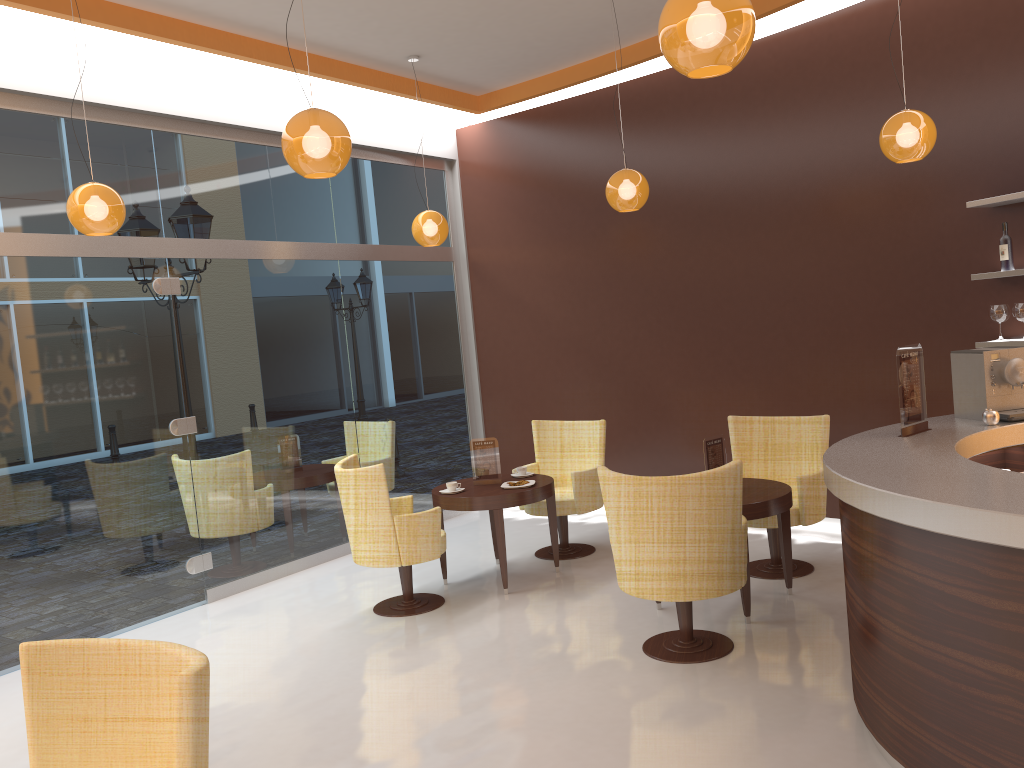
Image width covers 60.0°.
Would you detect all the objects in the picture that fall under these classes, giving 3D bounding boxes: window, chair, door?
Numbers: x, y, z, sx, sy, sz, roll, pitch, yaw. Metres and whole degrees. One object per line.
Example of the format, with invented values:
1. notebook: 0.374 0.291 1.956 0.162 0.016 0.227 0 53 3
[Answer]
1. window: -2.859 -0.062 5.670 0.040 3.380 8.200 -3 4 36
2. chair: 0.867 0.893 4.634 0.729 1.017 0.685 -5 3 14
3. chair: -1.089 1.223 2.221 0.729 1.017 0.685 -3 4 33
4. chair: 1.756 0.731 5.954 0.729 1.017 0.685 -2 5 43
5. door: -2.811 0.435 5.699 0.020 2.499 1.640 -3 4 36
6. chair: -0.779 0.977 5.868 0.685 1.017 0.729 -7 4 -22
7. chair: 0.403 0.802 6.932 0.729 1.017 0.685 -3 4 39

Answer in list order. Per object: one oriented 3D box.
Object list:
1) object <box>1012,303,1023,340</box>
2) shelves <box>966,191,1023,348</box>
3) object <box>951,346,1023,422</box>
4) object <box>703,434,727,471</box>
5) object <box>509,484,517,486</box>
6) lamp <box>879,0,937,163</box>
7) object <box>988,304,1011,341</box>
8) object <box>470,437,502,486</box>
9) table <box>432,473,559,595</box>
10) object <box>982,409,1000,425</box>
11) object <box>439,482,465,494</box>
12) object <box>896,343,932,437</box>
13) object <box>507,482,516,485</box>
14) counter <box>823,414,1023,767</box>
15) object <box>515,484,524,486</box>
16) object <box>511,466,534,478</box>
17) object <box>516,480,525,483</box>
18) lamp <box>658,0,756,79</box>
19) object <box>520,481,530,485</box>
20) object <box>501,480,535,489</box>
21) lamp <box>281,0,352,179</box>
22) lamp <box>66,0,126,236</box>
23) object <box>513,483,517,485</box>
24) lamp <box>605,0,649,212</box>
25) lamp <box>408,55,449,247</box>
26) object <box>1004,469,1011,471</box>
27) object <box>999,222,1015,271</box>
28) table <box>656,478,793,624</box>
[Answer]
1. object: 3.094 -0.378 5.352 0.125 0.221 0.125 -7 4 -29
2. shelves: 3.400 -0.592 3.256 0.586 0.902 4.744 -6 3 -7
3. object: 2.409 -0.004 4.362 0.270 0.340 0.373 -6 3 -9
4. object: 1.225 0.479 5.324 0.209 0.335 0.042 -8 4 -40
5. object: 0.007 0.699 6.130 0.054 0.018 0.051 -6 3 -6
6. lamp: 2.184 -2.012 4.991 0.299 1.500 0.299 -5 3 15
7. object: 3.023 -0.379 5.494 0.125 0.221 0.125 -7 4 -29
8. object: -0.189 0.553 6.344 0.209 0.335 0.042 -5 3 11
9. table: -0.106 1.055 6.348 0.872 0.679 0.874 -6 3 -7
10. object: 2.255 0.154 4.176 0.075 0.077 0.075 -5 3 5
11. object: -0.418 0.720 6.160 0.153 0.069 0.153 -3 4 37
12. object: 1.869 0.024 4.142 0.258 0.414 0.052 -8 4 -40
13. object: -0.004 0.690 6.164 0.055 0.016 0.052 -3 4 35
14. counter: 2.077 0.822 3.181 1.586 1.100 2.917 -6 3 -9
15. object: 0.052 0.695 6.124 0.055 0.014 0.053 -4 4 19
16. object: 0.077 0.649 6.555 0.153 0.069 0.153 -8 4 -32
17. object: 0.059 0.686 6.213 0.054 0.018 0.051 -3 4 35
18. lamp: 0.549 -1.723 2.736 0.299 1.500 0.299 -5 3 14
19. object: 0.089 0.687 6.178 0.052 0.018 0.055 -7 4 -30
20. object: 0.043 0.701 6.164 0.234 0.020 0.234 -5 3 8
21. lamp: -0.902 -1.647 3.799 0.299 1.500 0.299 -9 5 -43
22. lamp: -2.353 -1.572 4.861 0.299 1.500 0.299 -5 3 11
23. object: 0.022 0.698 6.183 0.054 0.018 0.051 -4 4 23
24. lamp: 0.733 -1.936 6.053 0.299 1.500 0.299 -5 3 14
25. lamp: -0.718 -1.861 7.115 0.299 1.500 0.299 -5 3 4
26. object: 2.348 0.437 4.235 0.073 0.050 0.086 -7 4 -21
27. object: 3.007 -0.834 5.394 0.073 0.297 0.073 -9 5 -44
28. table: 1.258 0.983 5.361 0.872 0.679 0.874 -6 3 -7
